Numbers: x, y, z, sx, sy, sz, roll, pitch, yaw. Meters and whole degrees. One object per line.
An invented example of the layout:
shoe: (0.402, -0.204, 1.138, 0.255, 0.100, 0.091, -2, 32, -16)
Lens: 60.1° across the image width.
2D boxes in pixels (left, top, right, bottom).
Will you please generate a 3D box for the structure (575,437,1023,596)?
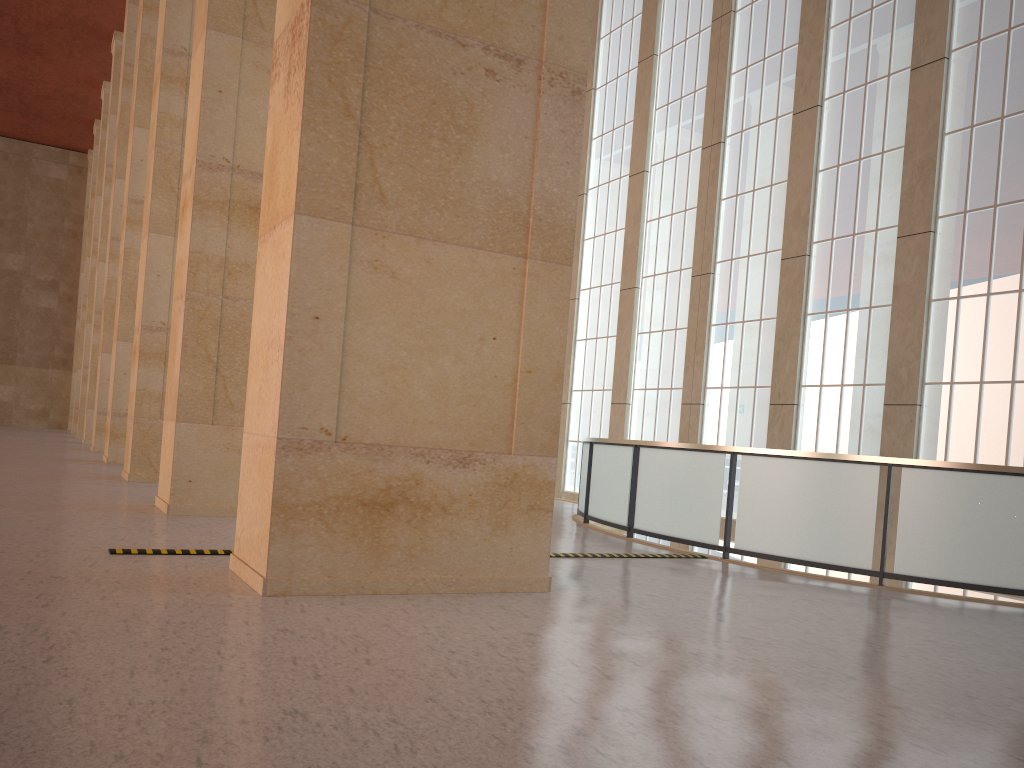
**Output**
structure: (5.046, 2.116, 15.639, 5.261, 1.794, 13.055, 7, -4, -39)

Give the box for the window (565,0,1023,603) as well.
window: (-22.562, 1.395, 75.013, 0.010, 28.636, 164.706, 4, -3, -28)
